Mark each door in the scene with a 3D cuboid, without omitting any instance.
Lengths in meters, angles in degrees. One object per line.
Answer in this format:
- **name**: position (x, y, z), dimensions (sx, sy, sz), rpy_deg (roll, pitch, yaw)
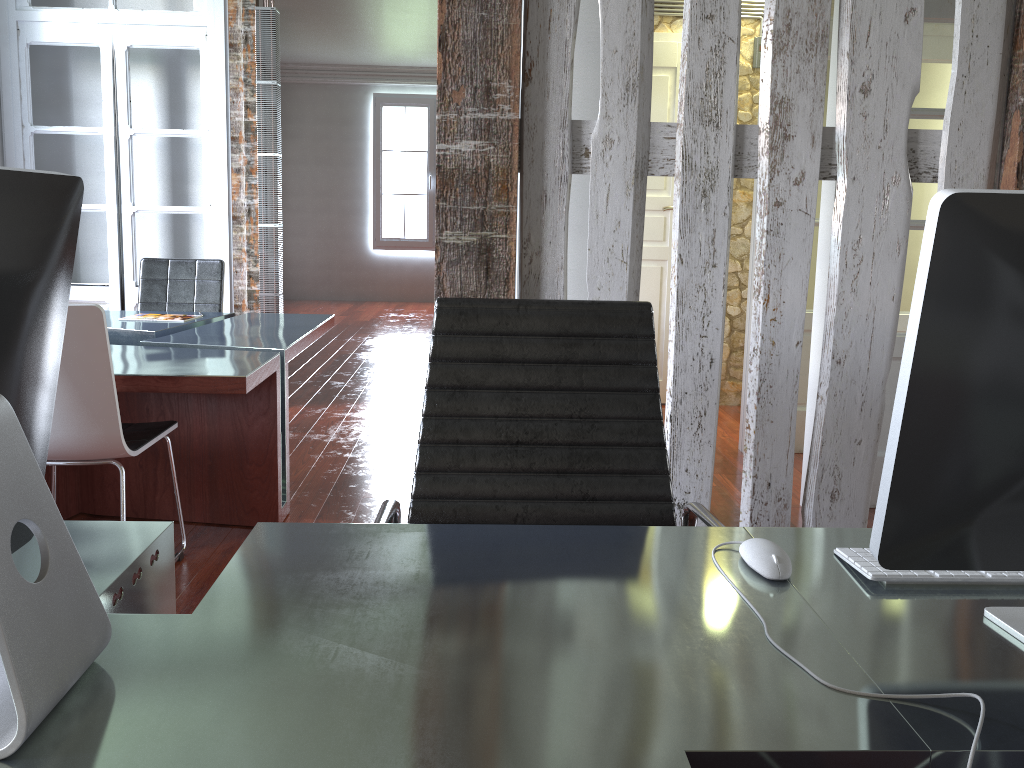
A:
- **door**: position (1.839, -0.668, 4.436), dimensions (1.076, 2.070, 0.041), rpy_deg (1, 8, -2)
- **door**: position (0.691, -0.976, 5.484), dimensions (0.868, 2.201, 0.146), rpy_deg (1, 8, -2)
- **door**: position (-2.243, -0.933, 5.078), dimensions (1.160, 2.165, 0.041), rpy_deg (1, 8, -2)
- **door**: position (1.882, -0.505, 3.591), dimensions (1.076, 2.070, 0.041), rpy_deg (1, 8, -2)

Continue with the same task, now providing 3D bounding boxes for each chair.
- **chair**: position (-1.335, 0.181, 2.710), dimensions (0.475, 0.912, 0.606), rpy_deg (1, 9, -2)
- **chair**: position (0.040, 0.394, 1.486), dimensions (0.665, 1.015, 0.705), rpy_deg (0, 9, -8)
- **chair**: position (-1.697, -0.143, 4.353), dimensions (0.475, 0.912, 0.606), rpy_deg (1, 9, -2)

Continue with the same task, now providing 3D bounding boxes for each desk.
- **desk**: position (-1.598, 0.121, 3.655), dimensions (1.445, 0.649, 1.727), rpy_deg (1, 10, -2)
- **desk**: position (0.357, 0.693, 0.715), dimensions (2.507, 0.722, 1.312), rpy_deg (1, 10, -2)

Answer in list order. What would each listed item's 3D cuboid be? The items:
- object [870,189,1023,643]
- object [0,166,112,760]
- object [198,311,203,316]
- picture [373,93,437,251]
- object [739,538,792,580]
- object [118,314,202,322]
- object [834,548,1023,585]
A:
- **object**: position (0.649, 0.049, 0.913), dimensions (0.483, 0.481, 0.191), rpy_deg (1, 8, -2)
- **object**: position (-0.485, 0.053, 0.763), dimensions (0.189, 0.481, 0.488), rpy_deg (1, 9, -2)
- **object**: position (-1.528, -0.345, 4.344), dimensions (0.011, 0.011, 0.150), rpy_deg (-3, 12, -26)
- **picture**: position (-0.999, -2.711, 11.412), dimensions (1.579, 1.973, 0.128), rpy_deg (1, 8, -2)
- **object**: position (0.334, 0.226, 1.159), dimensions (0.059, 0.028, 0.107), rpy_deg (1, 11, -3)
- **object**: position (-1.655, -0.311, 4.177), dimensions (0.307, 0.012, 0.225), rpy_deg (2, 11, 2)
- **object**: position (0.661, 0.238, 1.165), dimensions (0.439, 0.017, 0.119), rpy_deg (1, 11, -2)
